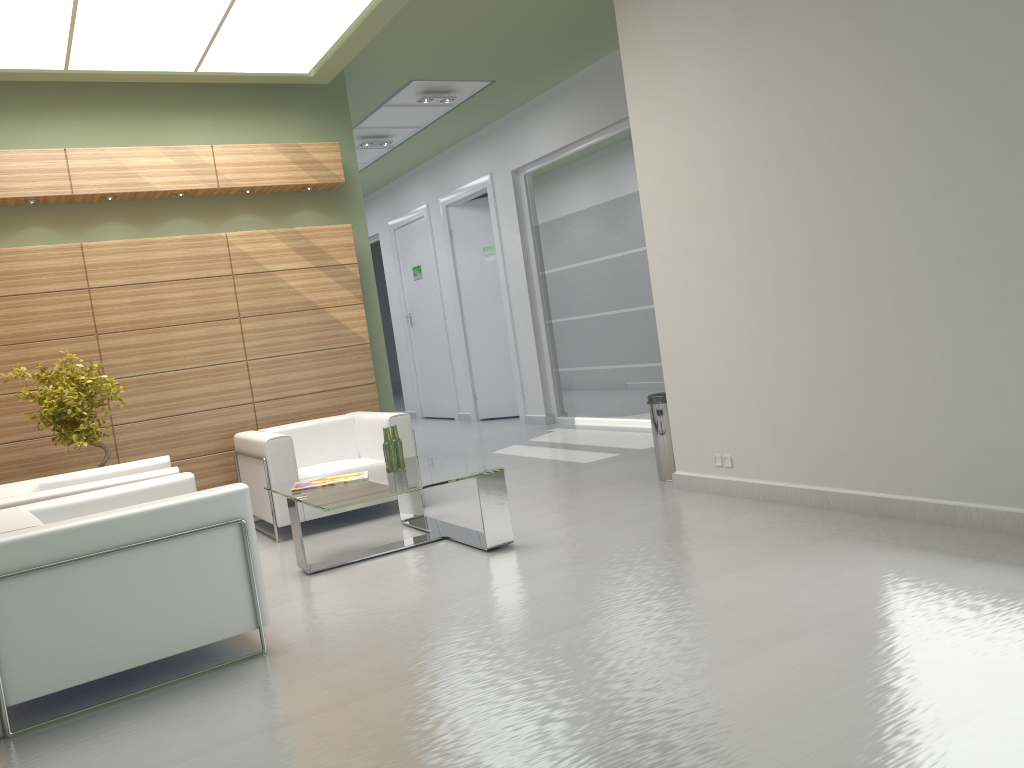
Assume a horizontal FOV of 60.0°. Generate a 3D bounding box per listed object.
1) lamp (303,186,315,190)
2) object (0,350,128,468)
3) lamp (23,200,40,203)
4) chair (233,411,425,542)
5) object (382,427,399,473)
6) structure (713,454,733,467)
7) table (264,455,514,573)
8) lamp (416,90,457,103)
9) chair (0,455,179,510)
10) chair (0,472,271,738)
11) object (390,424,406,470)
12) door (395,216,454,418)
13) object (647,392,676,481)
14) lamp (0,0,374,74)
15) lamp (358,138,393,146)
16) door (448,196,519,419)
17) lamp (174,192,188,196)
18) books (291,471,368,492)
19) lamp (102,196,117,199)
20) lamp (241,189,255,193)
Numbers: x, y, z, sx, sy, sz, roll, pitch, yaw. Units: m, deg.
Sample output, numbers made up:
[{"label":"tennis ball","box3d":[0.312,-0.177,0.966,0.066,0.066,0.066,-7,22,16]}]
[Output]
[{"label":"lamp","box3d":[-2.953,-2.874,12.890,0.181,0.074,0.181,-11,4,-34]},{"label":"object","box3d":[-4.991,0.873,10.147,1.116,2.565,1.201,-6,4,29]},{"label":"lamp","box3d":[-6.049,-2.323,11.161,0.181,0.074,0.181,-11,4,-34]},{"label":"chair","box3d":[-2.376,1.104,11.375,1.894,1.234,1.802,-10,4,-29]},{"label":"object","box3d":[-1.274,0.684,9.206,0.131,0.475,0.131,-6,4,26]},{"label":"structure","box3d":[2.224,0.809,9.355,0.017,0.118,0.262,-10,4,-29]},{"label":"table","box3d":[-1.322,1.320,9.020,1.783,0.742,2.197,-10,4,-29]},{"label":"lamp","box3d":[-1.339,-5.079,15.682,0.657,0.159,0.286,-10,4,-29]},{"label":"chair","box3d":[-4.139,1.519,8.740,1.769,1.234,1.894,-10,4,-24]},{"label":"chair","box3d":[-3.025,1.485,6.699,1.802,1.234,1.894,-11,4,-34]},{"label":"object","box3d":[-1.221,0.666,9.374,0.131,0.475,0.131,-6,4,26]},{"label":"door","box3d":[-2.293,-1.632,22.996,0.250,5.083,2.089,-10,4,-29]},{"label":"object","box3d":[1.927,0.623,10.720,0.482,1.027,0.483,-6,4,32]},{"label":"lamp","box3d":[-3.586,-4.148,8.983,4.571,0.325,5.060,-10,4,-29]},{"label":"lamp","box3d":[-2.820,-5.030,18.350,0.657,0.159,0.286,-10,4,-29]},{"label":"door","box3d":[-0.232,-1.772,20.476,2.089,5.083,0.134,-6,4,31]},{"label":"lamp","box3d":[-4.496,-2.600,12.029,0.181,0.074,0.181,-11,4,-34]},{"label":"books","box3d":[-1.864,1.001,9.126,0.762,0.025,0.508,-9,4,-9]},{"label":"lamp","box3d":[-5.265,-2.463,11.599,0.181,0.074,0.181,-7,4,22]},{"label":"lamp","box3d":[-3.717,-2.738,12.464,0.181,0.074,0.181,-7,4,22]}]
